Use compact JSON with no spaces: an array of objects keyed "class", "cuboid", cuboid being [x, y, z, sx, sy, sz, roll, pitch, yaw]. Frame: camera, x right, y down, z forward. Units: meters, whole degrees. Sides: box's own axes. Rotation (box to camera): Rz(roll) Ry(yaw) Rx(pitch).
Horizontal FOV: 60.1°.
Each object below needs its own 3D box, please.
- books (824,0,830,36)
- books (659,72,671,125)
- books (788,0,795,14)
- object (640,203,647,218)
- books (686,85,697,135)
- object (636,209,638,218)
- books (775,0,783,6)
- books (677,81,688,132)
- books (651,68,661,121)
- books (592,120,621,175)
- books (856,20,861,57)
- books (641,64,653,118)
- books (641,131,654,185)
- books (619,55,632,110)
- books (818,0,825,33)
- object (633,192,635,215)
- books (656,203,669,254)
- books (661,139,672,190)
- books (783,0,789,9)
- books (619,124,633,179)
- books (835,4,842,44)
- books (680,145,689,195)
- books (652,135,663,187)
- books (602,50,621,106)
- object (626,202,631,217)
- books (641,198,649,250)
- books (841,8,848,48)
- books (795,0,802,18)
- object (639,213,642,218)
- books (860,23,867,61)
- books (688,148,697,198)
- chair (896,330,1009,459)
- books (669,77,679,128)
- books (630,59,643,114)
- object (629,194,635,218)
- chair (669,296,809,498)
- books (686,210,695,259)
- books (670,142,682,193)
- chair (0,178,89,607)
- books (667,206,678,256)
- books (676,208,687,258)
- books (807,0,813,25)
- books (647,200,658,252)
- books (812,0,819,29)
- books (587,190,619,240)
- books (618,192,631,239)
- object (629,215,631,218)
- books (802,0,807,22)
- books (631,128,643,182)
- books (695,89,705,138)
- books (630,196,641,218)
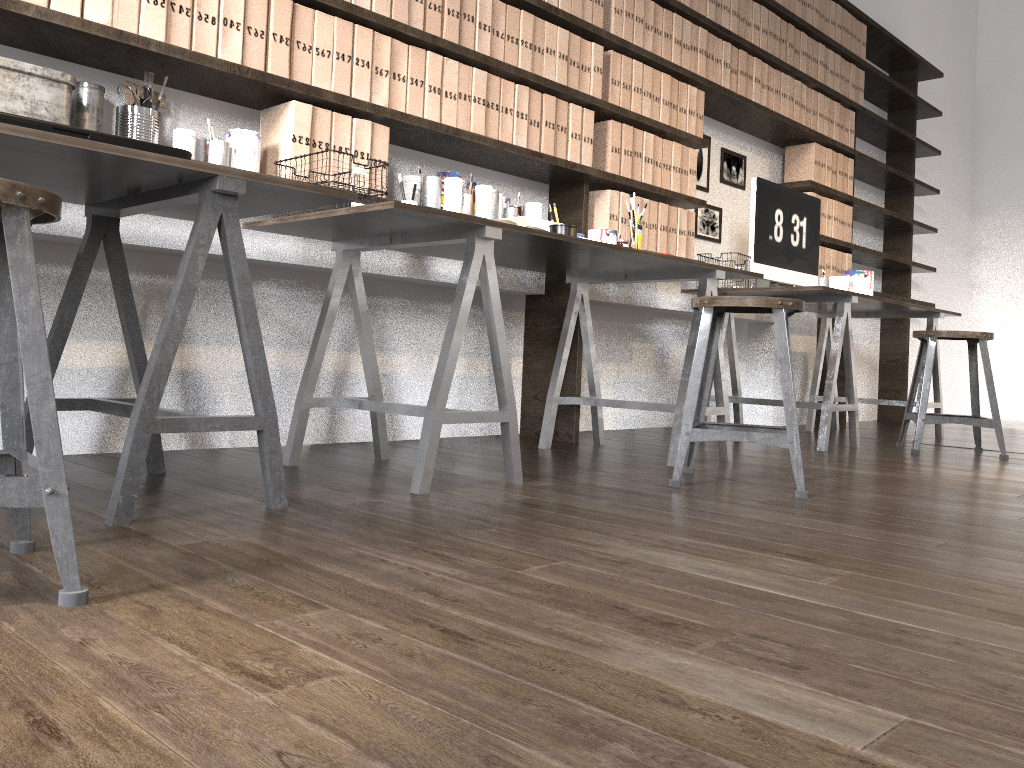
[{"class":"books","cuboid":[1.677,-2.027,4.950,0.174,0.226,0.066,2,-1,44]},{"class":"books","cuboid":[0.594,-1.215,3.836,0.175,0.226,0.067,2,-1,44]},{"class":"books","cuboid":[1.394,-2.030,4.654,0.175,0.226,0.066,2,-1,44]},{"class":"object","cuboid":[0.474,-0.596,3.355,0.071,0.186,0.008,3,-1,-4]},{"class":"books","cuboid":[0.738,-1.214,3.987,0.174,0.226,0.066,2,-1,44]},{"class":"object","cuboid":[0.471,-0.583,3.345,0.008,0.153,0.037,2,-1,3]},{"class":"books","cuboid":[1.298,-2.031,4.550,0.174,0.226,0.066,2,-1,44]},{"class":"books","cuboid":[0.686,-1.215,3.939,0.174,0.226,0.066,2,-1,44]},{"class":"books","cuboid":[0.544,-1.216,3.791,0.175,0.226,0.066,2,-1,44]},{"class":"books","cuboid":[0.352,-0.943,3.601,0.175,0.226,0.066,2,-1,44]},{"class":"books","cuboid":[1.970,-2.023,5.253,0.174,0.226,0.066,2,-1,44]},{"class":"books","cuboid":[0.502,-1.217,3.745,0.175,0.226,0.066,2,-1,44]},{"class":"books","cuboid":[0.508,-0.941,3.756,0.174,0.226,0.066,2,-1,44]},{"class":"books","cuboid":[0.401,-1.218,3.644,0.175,0.226,0.066,2,-1,44]},{"class":"books","cuboid":[1.630,-2.027,4.898,0.175,0.226,0.066,2,-1,44]},{"class":"object","cuboid":[0.463,-0.617,3.368,0.007,0.228,0.020,3,-1,-15]},{"class":"books","cuboid":[0.586,-0.663,3.842,0.175,0.226,0.067,2,-1,44]},{"class":"books","cuboid":[0.603,-0.940,3.860,0.175,0.226,0.066,2,-1,44]},{"class":"books","cuboid":[1.344,-2.031,4.604,0.174,0.226,0.066,2,-1,44]},{"class":"books","cuboid":[0.407,-0.943,3.650,0.175,0.226,0.067,2,-1,44]},{"class":"books","cuboid":[1.781,-2.025,5.047,0.175,0.226,0.066,2,-1,44]},{"class":"books","cuboid":[0.697,-0.939,3.956,0.175,0.226,0.066,2,-1,44]},{"class":"books","cuboid":[0.554,-0.941,3.809,0.174,0.226,0.066,2,-1,44]},{"class":"books","cuboid":[0.351,-1.219,3.595,0.174,0.226,0.066,2,-1,44]},{"class":"object","cuboid":[0.456,-0.598,3.359,0.053,0.182,0.006,3,-1,-3]},{"class":"books","cuboid":[0.487,-0.664,3.743,0.175,0.226,0.066,2,-1,44]},{"class":"books","cuboid":[1.831,-2.025,5.099,0.175,0.226,0.067,2,-1,44]},{"class":"books","cuboid":[1.445,-2.029,4.699,0.175,0.226,0.067,2,-1,44]},{"class":"object","cuboid":[0.477,-0.578,3.363,0.033,0.148,0.005,3,-1,-2]},{"class":"books","cuboid":[2.021,-2.023,5.301,0.174,0.226,0.066,2,-1,44]},{"class":"books","cuboid":[0.742,-0.939,4.000,0.175,0.226,0.066,2,-1,44]},{"class":"chair","cuboid":[1.891,0.040,3.820,0.372,0.528,0.358,2,0,12]},{"class":"books","cuboid":[0.636,-1.215,3.888,0.175,0.226,0.066,2,-1,44]},{"class":"books","cuboid":[0.453,-1.217,3.691,0.175,0.226,0.067,2,-1,44]},{"class":"object","cuboid":[0.460,-0.609,3.344,0.055,0.214,0.007,3,-2,-39]},{"class":"chair","cuboid":[0.653,0.027,2.499,0.358,0.528,0.371,2,0,17]},{"class":"books","cuboid":[0.733,-0.662,4.001,0.174,0.226,0.066,2,-1,44]},{"class":"books","cuboid":[0.654,-0.940,3.905,0.175,0.226,0.067,2,-1,44]},{"class":"chair","cuboid":[-0.766,0.007,1.129,0.371,0.528,0.358,3,0,-38]},{"class":"books","cuboid":[0.634,-0.663,3.899,0.175,0.226,0.066,2,-1,44]},{"class":"books","cuboid":[0.687,-0.662,3.947,0.174,0.226,0.066,2,-1,44]},{"class":"books","cuboid":[1.532,-2.028,4.794,0.175,0.226,0.066,2,-1,44]},{"class":"books","cuboid":[0.531,-0.664,3.792,0.175,0.226,0.066,2,-1,44]},{"class":"books","cuboid":[1.584,-2.028,4.845,0.175,0.226,0.067,2,-1,44]},{"class":"books","cuboid":[0.343,-0.666,3.593,0.174,0.226,0.066,2,-1,44]},{"class":"books","cuboid":[0.396,-0.665,3.643,0.175,0.226,0.066,2,-1,44]},{"class":"object","cuboid":[0.452,-0.571,3.349,0.022,0.134,0.005,2,-1,1]},{"class":"books","cuboid":[1.488,-2.029,4.750,0.175,0.226,0.066,2,-1,44]},{"class":"books","cuboid":[0.455,-0.942,3.708,0.175,0.226,0.066,2,-1,44]},{"class":"books","cuboid":[0.784,-1.213,4.042,0.175,0.226,0.066,2,-1,44]},{"class":"books","cuboid":[0.446,-0.665,3.695,0.175,0.226,0.067,2,-1,44]}]
